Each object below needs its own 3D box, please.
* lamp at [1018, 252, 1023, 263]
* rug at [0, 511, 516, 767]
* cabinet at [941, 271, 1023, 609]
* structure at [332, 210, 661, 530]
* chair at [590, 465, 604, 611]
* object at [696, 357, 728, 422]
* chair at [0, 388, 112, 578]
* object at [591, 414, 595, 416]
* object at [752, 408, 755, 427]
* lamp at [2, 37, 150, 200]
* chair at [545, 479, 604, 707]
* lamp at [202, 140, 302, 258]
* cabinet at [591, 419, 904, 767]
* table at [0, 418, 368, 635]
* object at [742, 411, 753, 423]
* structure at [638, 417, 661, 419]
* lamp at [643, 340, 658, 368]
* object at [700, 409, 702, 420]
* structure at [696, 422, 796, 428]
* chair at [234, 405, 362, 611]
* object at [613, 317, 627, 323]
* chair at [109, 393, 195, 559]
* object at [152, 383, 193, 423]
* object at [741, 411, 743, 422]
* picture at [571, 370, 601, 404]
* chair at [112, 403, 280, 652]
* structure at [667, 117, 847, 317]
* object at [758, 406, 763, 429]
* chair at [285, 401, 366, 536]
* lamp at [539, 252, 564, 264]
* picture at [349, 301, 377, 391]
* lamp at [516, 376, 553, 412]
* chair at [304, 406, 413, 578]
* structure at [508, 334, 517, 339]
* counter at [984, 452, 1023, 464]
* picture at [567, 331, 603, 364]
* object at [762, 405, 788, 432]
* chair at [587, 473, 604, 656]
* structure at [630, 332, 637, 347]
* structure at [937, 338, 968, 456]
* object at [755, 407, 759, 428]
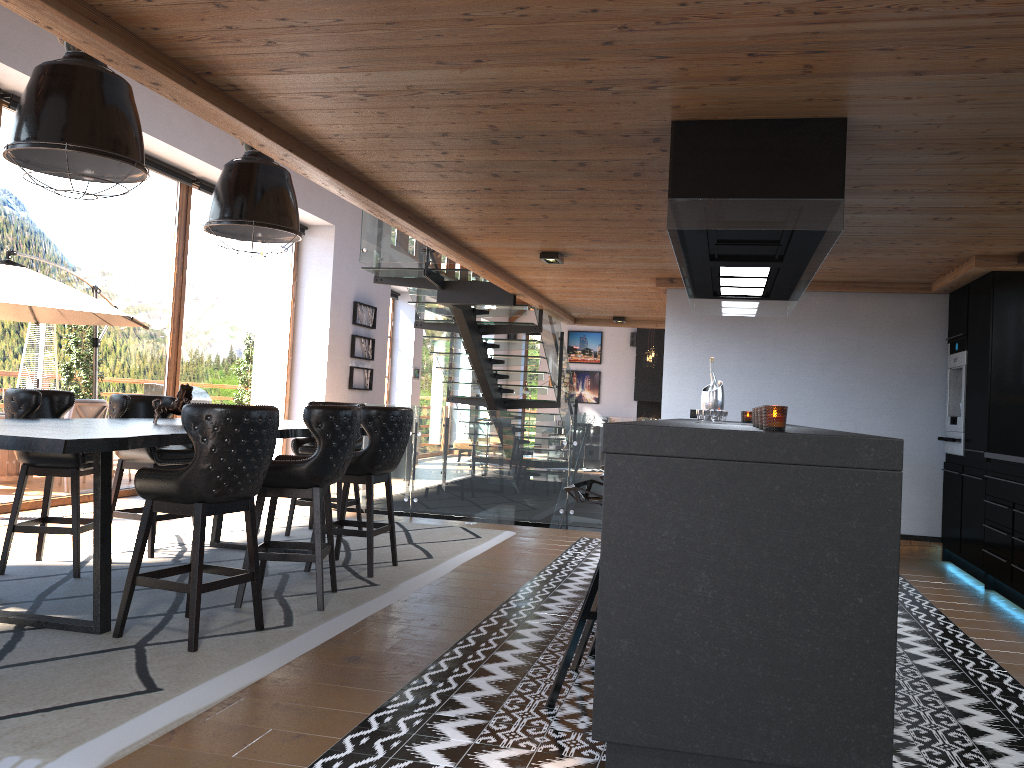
[{"bbox_3d":[3.621,-0.885,6.159,0.154,0.068,0.153,3,-2,13],"label":"lamp"},{"bbox_3d":[-1.821,1.183,5.552,2.539,0.047,5.657,3,-1,13],"label":"rug"},{"bbox_3d":[3.229,0.226,4.478,0.540,2.382,6.460,2,-2,14],"label":"cabinet"},{"bbox_3d":[-2.490,0.891,10.869,9.164,6.402,11.076,3,-2,13],"label":"structure"},{"bbox_3d":[0.734,0.882,5.058,0.466,0.840,0.542,2,-2,19],"label":"chair"},{"bbox_3d":[1.432,0.038,6.317,0.225,0.453,0.226,3,-2,13],"label":"object"},{"bbox_3d":[-2.756,0.582,5.327,0.569,1.092,0.503,3,-2,-3],"label":"chair"},{"bbox_3d":[1.915,0.972,21.759,0.261,0.532,0.424,4,-2,-18],"label":"object"},{"bbox_3d":[1.099,0.149,3.911,0.080,0.081,0.078,4,-2,-32],"label":"object"},{"bbox_3d":[-1.941,-3.230,4.285,0.628,4.687,0.614,4,-3,-32],"label":"lamp"},{"bbox_3d":[0.437,0.832,3.594,0.467,0.840,0.541,2,-2,14],"label":"chair"},{"bbox_3d":[-1.567,-3.174,5.840,0.628,4.687,0.614,4,-3,-32],"label":"lamp"},{"bbox_3d":[1.252,0.777,5.012,0.884,1.104,4.823,3,-1,14],"label":"cabinet"},{"bbox_3d":[-1.932,0.715,5.267,1.422,0.950,3.814,3,-1,13],"label":"table"},{"bbox_3d":[1.634,0.229,6.137,0.080,0.081,0.078,4,-2,-22],"label":"object"},{"bbox_3d":[3.512,1.078,21.358,0.977,0.514,0.184,3,-2,12],"label":"structure"},{"bbox_3d":[3.006,-1.474,19.038,0.261,2.203,0.803,3,-2,4],"label":"lamp"},{"bbox_3d":[1.433,0.229,6.572,0.080,0.081,0.078,4,-2,-22],"label":"object"},{"bbox_3d":[1.216,0.221,4.608,0.501,0.017,0.613,3,-1,13],"label":"structure"},{"bbox_3d":[-1.142,0.655,4.878,0.569,1.092,0.503,3,-2,-3],"label":"chair"},{"bbox_3d":[1.438,-0.863,11.831,0.154,0.068,0.262,3,-1,13],"label":"object"},{"bbox_3d":[-2.501,0.624,6.113,0.563,1.092,0.508,2,-2,22],"label":"chair"},{"bbox_3d":[-2.018,0.116,5.266,0.223,0.254,0.115,4,-2,-24],"label":"object"},{"bbox_3d":[1.724,0.243,6.512,0.080,0.081,0.078,4,-2,-22],"label":"object"},{"bbox_3d":[1.765,0.075,22.186,0.875,0.816,0.036,3,-2,12],"label":"picture"},{"bbox_3d":[-1.398,0.632,4.091,0.563,1.092,0.508,2,-2,22],"label":"chair"},{"bbox_3d":[1.389,-0.818,5.254,0.707,0.476,3.265,3,-1,14],"label":"structure"},{"bbox_3d":[0.927,0.123,3.196,0.080,0.081,0.078,4,-2,-32],"label":"object"},{"bbox_3d":[-1.485,0.693,7.223,0.502,1.092,0.570,3,-2,12],"label":"chair"},{"bbox_3d":[0.325,-1.029,7.201,0.154,0.068,0.262,3,-1,13],"label":"lamp"},{"bbox_3d":[-2.275,-0.563,13.548,0.059,1.313,0.777,2,-2,14],"label":"picture"},{"bbox_3d":[0.478,0.731,21.254,0.521,1.900,1.336,2,-2,34],"label":"lamp"},{"bbox_3d":[-0.964,0.686,5.829,0.565,1.092,0.506,3,-2,12],"label":"chair"},{"bbox_3d":[0.010,-1.236,22.552,0.212,0.349,0.214,3,-2,13],"label":"structure"},{"bbox_3d":[3.371,0.477,5.100,0.528,0.040,2.579,3,-1,14],"label":"counter"},{"bbox_3d":[1.817,-0.918,22.224,0.875,0.816,0.036,3,-2,12],"label":"picture"},{"bbox_3d":[0.841,0.110,2.838,0.080,0.081,0.078,4,-2,-32],"label":"object"},{"bbox_3d":[0.646,0.860,4.344,0.467,0.840,0.540,3,-2,10],"label":"chair"},{"bbox_3d":[3.021,-1.098,21.891,0.212,0.349,0.214,3,-2,13],"label":"structure"},{"bbox_3d":[3.739,0.117,7.359,0.254,0.946,0.600,2,-2,13],"label":"structure"},{"bbox_3d":[1.013,0.136,3.553,0.080,0.081,0.078,4,-2,-32],"label":"object"}]
